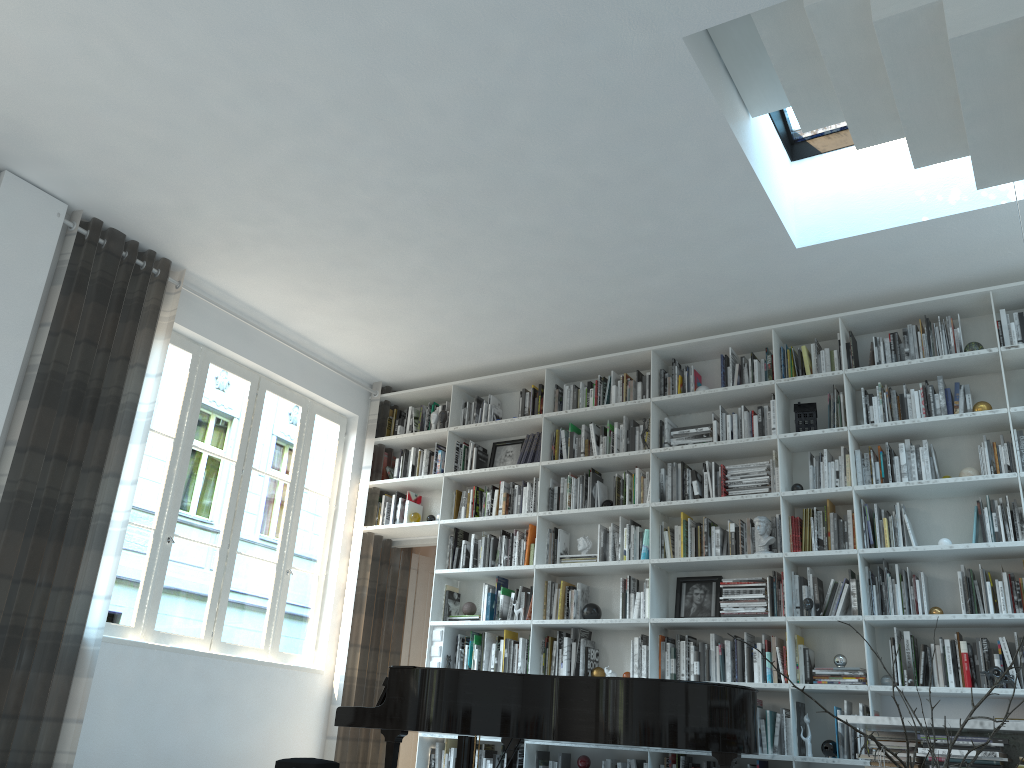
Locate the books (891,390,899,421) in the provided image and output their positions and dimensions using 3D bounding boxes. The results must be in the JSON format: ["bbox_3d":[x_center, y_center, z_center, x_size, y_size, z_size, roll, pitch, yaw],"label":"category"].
[{"bbox_3d":[2.323,0.177,5.347,0.027,0.240,0.160,-9,-25,30],"label":"books"}]

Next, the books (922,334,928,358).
[{"bbox_3d":[2.514,-0.176,5.366,0.018,0.200,0.189,-9,-25,30],"label":"books"}]

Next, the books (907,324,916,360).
[{"bbox_3d":[2.464,-0.200,5.438,0.024,0.291,0.168,-9,-25,30],"label":"books"}]

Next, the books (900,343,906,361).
[{"bbox_3d":[2.423,-0.138,5.460,0.031,0.190,0.133,-9,-25,30],"label":"books"}]

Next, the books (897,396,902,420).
[{"bbox_3d":[2.349,0.193,5.347,0.014,0.214,0.132,-9,-25,30],"label":"books"}]

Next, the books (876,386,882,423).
[{"bbox_3d":[2.254,0.173,5.405,0.011,0.282,0.173,-9,-25,30],"label":"books"}]

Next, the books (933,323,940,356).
[{"bbox_3d":[2.580,-0.212,5.366,0.008,0.273,0.163,-9,-25,30],"label":"books"}]

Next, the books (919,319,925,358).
[{"bbox_3d":[2.515,-0.220,5.405,0.006,0.311,0.179,-9,-25,30],"label":"books"}]

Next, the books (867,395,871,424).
[{"bbox_3d":[2.202,0.205,5.434,0.012,0.238,0.139,-9,-25,30],"label":"books"}]

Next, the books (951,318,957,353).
[{"bbox_3d":[2.656,-0.233,5.305,0.008,0.277,0.181,-9,-25,30],"label":"books"}]

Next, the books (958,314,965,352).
[{"bbox_3d":[2.693,-0.250,5.296,0.006,0.305,0.164,-9,-25,30],"label":"books"}]

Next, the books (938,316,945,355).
[{"bbox_3d":[2.603,-0.235,5.348,0.008,0.305,0.183,-9,-25,30],"label":"books"}]

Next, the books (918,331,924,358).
[{"bbox_3d":[2.499,-0.183,5.392,0.018,0.230,0.160,-9,-25,30],"label":"books"}]

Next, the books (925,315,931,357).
[{"bbox_3d":[2.543,-0.234,5.390,0.007,0.328,0.184,-9,-25,30],"label":"books"}]

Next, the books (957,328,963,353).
[{"bbox_3d":[2.681,-0.204,5.282,0.014,0.208,0.188,-9,-25,30],"label":"books"}]

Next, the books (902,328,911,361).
[{"bbox_3d":[2.429,-0.189,5.426,0.028,0.257,0.185,-9,-25,30],"label":"books"}]

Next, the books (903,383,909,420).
[{"bbox_3d":[2.386,0.155,5.339,0.013,0.283,0.155,-9,-25,30],"label":"books"}]

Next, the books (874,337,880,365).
[{"bbox_3d":[2.291,-0.149,5.527,0.011,0.243,0.173,-9,-25,30],"label":"books"}]

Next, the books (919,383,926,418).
[{"bbox_3d":[2.458,0.146,5.280,0.012,0.263,0.157,-9,-25,30],"label":"books"}]

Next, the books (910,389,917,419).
[{"bbox_3d":[2.414,0.166,5.299,0.023,0.236,0.150,-9,-25,30],"label":"books"}]

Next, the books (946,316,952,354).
[{"bbox_3d":[2.652,-0.237,5.354,0.008,0.320,0.134,-9,-25,30],"label":"books"}]

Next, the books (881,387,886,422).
[{"bbox_3d":[2.272,0.174,5.384,0.010,0.267,0.166,-9,-25,30],"label":"books"}]

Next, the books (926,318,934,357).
[{"bbox_3d":[2.543,-0.227,5.366,0.015,0.298,0.184,-9,-25,30],"label":"books"}]

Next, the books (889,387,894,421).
[{"bbox_3d":[2.319,0.172,5.382,0.013,0.275,0.133,-9,-25,30],"label":"books"}]

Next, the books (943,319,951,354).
[{"bbox_3d":[2.631,-0.231,5.343,0.019,0.298,0.137,-9,-25,30],"label":"books"}]

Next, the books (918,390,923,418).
[{"bbox_3d":[2.446,0.167,5.277,0.011,0.221,0.159,-9,-25,30],"label":"books"}]

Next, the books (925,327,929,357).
[{"bbox_3d":[2.534,-0.196,5.380,0.008,0.250,0.170,-9,-25,30],"label":"books"}]

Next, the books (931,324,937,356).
[{"bbox_3d":[2.573,-0.211,5.375,0.012,0.279,0.144,-9,-25,30],"label":"books"}]

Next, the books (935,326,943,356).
[{"bbox_3d":[2.592,-0.204,5.353,0.024,0.251,0.150,-9,-25,30],"label":"books"}]

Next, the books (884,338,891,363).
[{"bbox_3d":[2.345,-0.150,5.492,0.028,0.225,0.164,-9,-25,30],"label":"books"}]

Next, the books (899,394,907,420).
[{"bbox_3d":[2.369,0.187,5.341,0.028,0.222,0.142,-9,-25,30],"label":"books"}]

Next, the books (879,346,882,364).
[{"bbox_3d":[2.307,-0.125,5.504,0.009,0.182,0.160,-9,-25,30],"label":"books"}]

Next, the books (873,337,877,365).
[{"bbox_3d":[2.278,-0.151,5.525,0.009,0.243,0.173,-9,-25,30],"label":"books"}]

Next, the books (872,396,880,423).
[{"bbox_3d":[2.227,0.205,5.387,0.026,0.207,0.181,-9,-25,30],"label":"books"}]

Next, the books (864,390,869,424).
[{"bbox_3d":[2.197,0.190,5.452,0.011,0.278,0.134,-9,-25,30],"label":"books"}]

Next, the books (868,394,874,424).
[{"bbox_3d":[2.216,0.198,5.421,0.026,0.242,0.148,-9,-25,30],"label":"books"}]

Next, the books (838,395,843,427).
[{"bbox_3d":[2.054,0.215,5.507,0.005,0.254,0.159,-9,-25,30],"label":"books"}]

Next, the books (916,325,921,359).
[{"bbox_3d":[2.500,-0.199,5.423,0.007,0.284,0.160,-9,-25,30],"label":"books"}]

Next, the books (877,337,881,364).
[{"bbox_3d":[2.306,-0.153,5.530,0.012,0.254,0.134,-9,-25,30],"label":"books"}]

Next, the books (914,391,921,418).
[{"bbox_3d":[2.424,0.170,5.271,0.021,0.208,0.181,-9,-25,30],"label":"books"}]

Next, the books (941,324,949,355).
[{"bbox_3d":[2.614,-0.212,5.339,0.014,0.257,0.150,-9,-25,30],"label":"books"}]

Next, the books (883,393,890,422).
[{"bbox_3d":[2.285,0.191,5.380,0.012,0.234,0.166,-9,-25,30],"label":"books"}]

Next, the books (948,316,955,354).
[{"bbox_3d":[2.651,-0.238,5.319,0.013,0.295,0.189,-9,-25,30],"label":"books"}]

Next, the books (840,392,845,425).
[{"bbox_3d":[2.077,0.208,5.531,0.013,0.287,0.132,-9,-25,30],"label":"books"}]

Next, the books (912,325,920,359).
[{"bbox_3d":[2.488,-0.200,5.437,0.017,0.294,0.139,-9,-25,30],"label":"books"}]

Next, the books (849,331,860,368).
[{"bbox_3d":[2.164,-0.164,5.592,0.019,0.303,0.176,-9,-25,30],"label":"books"}]

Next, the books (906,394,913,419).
[{"bbox_3d":[2.399,0.183,5.316,0.025,0.215,0.144,-9,-25,30],"label":"books"}]

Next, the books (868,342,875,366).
[{"bbox_3d":[2.250,-0.131,5.526,0.046,0.205,0.184,-9,-25,30],"label":"books"}]

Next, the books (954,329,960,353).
[{"bbox_3d":[2.672,-0.201,5.298,0.018,0.213,0.158,-9,-25,30],"label":"books"}]

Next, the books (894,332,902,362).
[{"bbox_3d":[2.393,-0.171,5.472,0.021,0.255,0.169,-9,-25,30],"label":"books"}]

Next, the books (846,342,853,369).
[{"bbox_3d":[2.148,-0.123,5.595,0.033,0.228,0.176,-9,-25,30],"label":"books"}]

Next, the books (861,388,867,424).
[{"bbox_3d":[2.177,0.182,5.443,0.012,0.284,0.160,-9,-25,30],"label":"books"}]

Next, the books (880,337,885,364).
[{"bbox_3d":[2.312,-0.152,5.497,0.013,0.228,0.174,-9,-25,30],"label":"books"}]

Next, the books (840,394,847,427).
[{"bbox_3d":[2.066,0.210,5.484,0.013,0.247,0.187,-9,-25,30],"label":"books"}]

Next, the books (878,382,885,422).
[{"bbox_3d":[2.263,0.158,5.398,0.014,0.305,0.153,-9,-25,30],"label":"books"}]

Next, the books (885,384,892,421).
[{"bbox_3d":[2.302,0.163,5.389,0.021,0.294,0.139,-9,-25,30],"label":"books"}]

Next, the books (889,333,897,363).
[{"bbox_3d":[2.370,-0.168,5.483,0.030,0.254,0.161,-9,-25,30],"label":"books"}]

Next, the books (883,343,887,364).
[{"bbox_3d":[2.334,-0.132,5.510,0.009,0.205,0.146,-9,-25,30],"label":"books"}]
